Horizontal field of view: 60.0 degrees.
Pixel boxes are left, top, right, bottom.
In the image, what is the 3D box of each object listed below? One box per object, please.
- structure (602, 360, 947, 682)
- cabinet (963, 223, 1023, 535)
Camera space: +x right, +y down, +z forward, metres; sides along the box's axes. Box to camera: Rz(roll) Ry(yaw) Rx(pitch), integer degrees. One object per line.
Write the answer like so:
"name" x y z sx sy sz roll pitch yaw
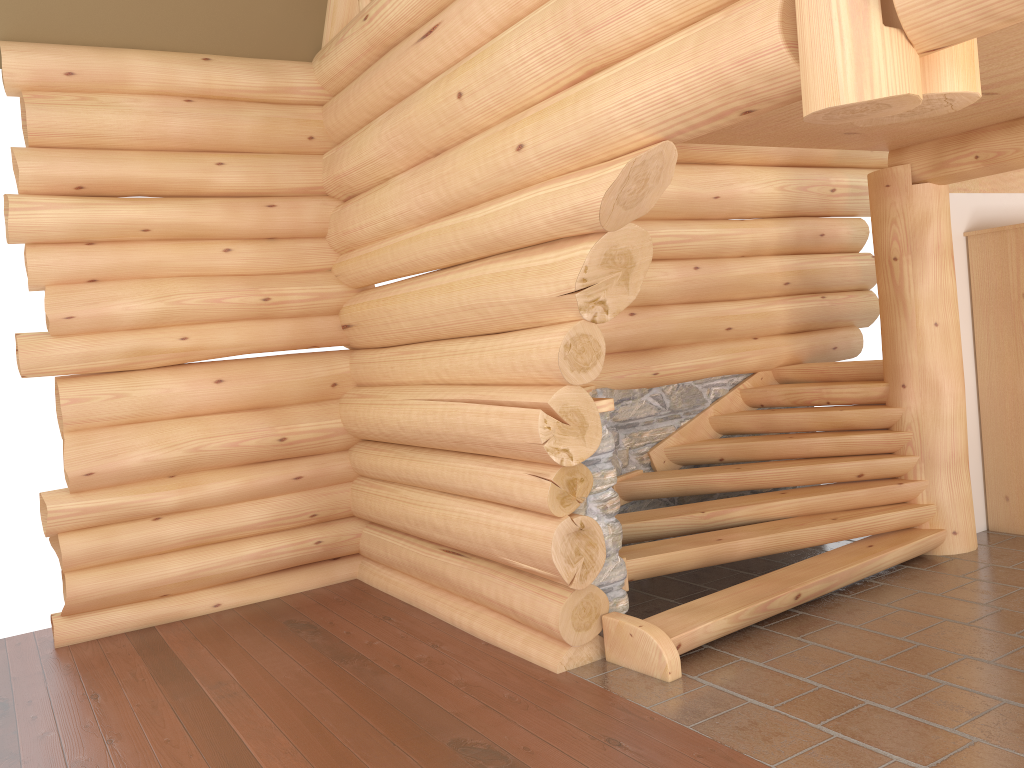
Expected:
"structure" 1.600 0.616 6.577 3.604 1.643 1.951 -8 4 -37
"cabinet" 4.659 -0.114 7.316 1.847 2.403 0.670 -7 3 -31
